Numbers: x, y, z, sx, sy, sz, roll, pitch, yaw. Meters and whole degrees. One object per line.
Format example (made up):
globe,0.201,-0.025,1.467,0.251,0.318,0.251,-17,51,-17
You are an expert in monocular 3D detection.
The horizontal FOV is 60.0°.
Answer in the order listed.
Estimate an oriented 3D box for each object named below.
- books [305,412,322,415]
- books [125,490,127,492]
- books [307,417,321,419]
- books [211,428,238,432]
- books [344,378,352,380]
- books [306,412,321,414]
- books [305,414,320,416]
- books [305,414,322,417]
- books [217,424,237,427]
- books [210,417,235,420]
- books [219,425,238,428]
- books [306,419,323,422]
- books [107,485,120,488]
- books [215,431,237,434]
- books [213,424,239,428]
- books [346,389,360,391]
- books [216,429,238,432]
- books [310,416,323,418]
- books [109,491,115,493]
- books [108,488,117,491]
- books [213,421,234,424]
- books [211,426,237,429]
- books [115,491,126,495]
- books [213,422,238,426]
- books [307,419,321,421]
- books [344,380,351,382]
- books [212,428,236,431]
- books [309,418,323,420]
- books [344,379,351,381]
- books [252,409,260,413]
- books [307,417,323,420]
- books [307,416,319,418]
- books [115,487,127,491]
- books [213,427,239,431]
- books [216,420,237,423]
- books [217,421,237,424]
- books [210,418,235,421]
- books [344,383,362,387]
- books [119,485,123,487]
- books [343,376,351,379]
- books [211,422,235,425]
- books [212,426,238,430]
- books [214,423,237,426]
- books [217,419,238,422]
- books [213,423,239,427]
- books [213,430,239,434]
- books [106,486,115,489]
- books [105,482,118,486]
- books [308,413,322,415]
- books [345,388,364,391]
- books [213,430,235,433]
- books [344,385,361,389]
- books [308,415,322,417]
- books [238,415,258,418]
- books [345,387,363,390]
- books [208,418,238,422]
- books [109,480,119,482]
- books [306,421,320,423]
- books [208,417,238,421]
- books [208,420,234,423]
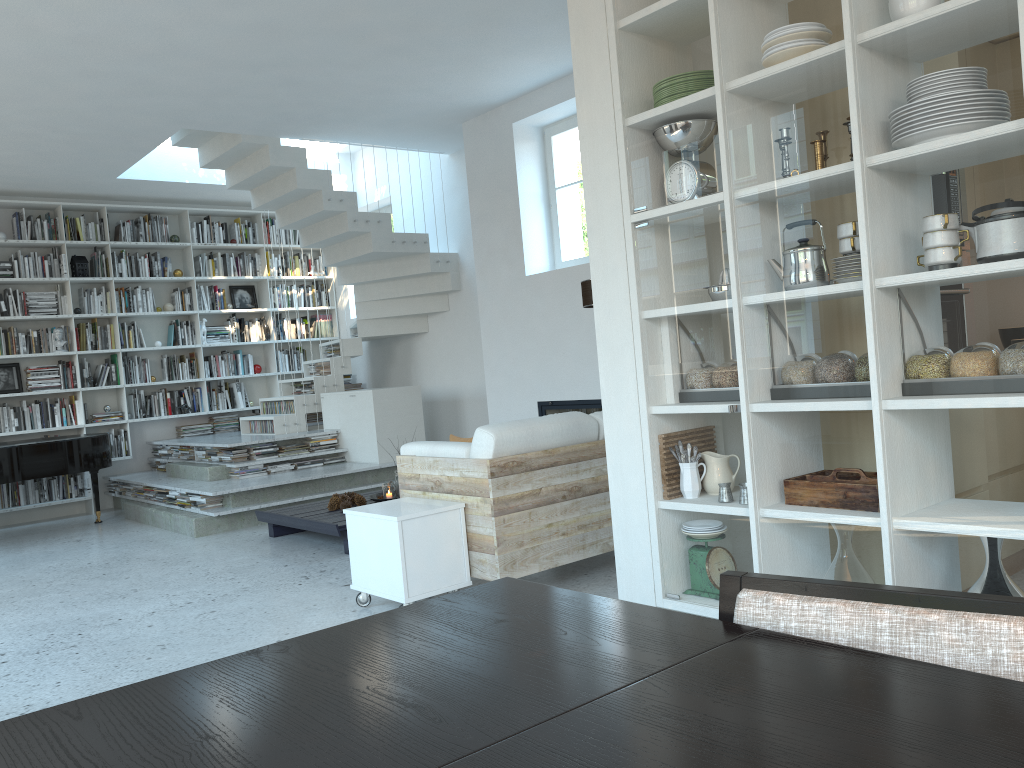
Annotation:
books,-2.355,0.349,10.722,0.367,0.007,0.206,-6,1,-31
books,-3.850,1.062,8.927,0.147,0.012,0.206,-6,2,-44
books,-2.349,0.401,10.721,0.327,0.008,0.207,-6,2,-36
books,-3.243,0.517,9.987,0.254,0.007,0.161,-6,2,-38
books,-2.021,-0.054,10.436,0.235,0.014,0.155,-6,2,-38
books,-2.352,0.341,10.717,0.327,0.008,0.207,-6,2,-33
books,-2.352,0.364,10.720,0.327,0.008,0.207,-6,2,-32
books,-2.349,0.371,10.717,0.367,0.007,0.206,-6,2,-35
books,-3.246,0.469,9.986,0.254,0.007,0.161,-6,2,-38
books,-3.248,0.387,9.977,0.254,0.006,0.161,-6,2,-44
books,-3.241,0.483,9.981,0.254,0.007,0.161,-6,2,-43
books,-2.343,0.433,10.717,0.327,0.008,0.207,-6,2,-34
books,-4.049,1.044,9.144,0.187,0.009,0.211,-6,2,-40
books,-3.238,0.544,9.984,0.254,0.007,0.161,-6,2,-36
books,-3.241,0.476,9.981,0.285,0.007,0.159,-6,2,-43
books,-1.877,0.073,10.273,0.250,0.007,0.131,-6,2,-35
books,-3.244,0.524,9.989,0.254,0.007,0.161,-6,2,-39
books,-2.351,0.394,10.723,0.327,0.008,0.207,-6,1,-31
books,-4.036,1.101,9.153,0.171,0.016,0.241,-6,2,-39
books,-4.046,1.080,9.145,0.179,0.012,0.261,-6,2,-36
books,-3.251,0.430,9.981,0.285,0.005,0.159,-6,2,-41
books,-3.243,0.489,9.986,0.285,0.007,0.159,-6,2,-37
books,-3.857,1.083,8.920,0.189,0.030,0.237,-6,2,-39
books,-3.248,0.449,9.986,0.285,0.007,0.159,-6,2,-38
books,-2.347,0.425,10.722,0.327,0.008,0.207,-6,2,-36
books,-2.025,-0.028,10.445,0.214,0.011,0.121,-6,2,-44
books,-3.239,0.510,9.981,0.285,0.007,0.159,-6,2,-43
books,-2.352,0.417,10.728,0.327,0.008,0.207,-6,2,-39
books,-2.023,-0.040,10.440,0.206,0.014,0.150,-6,2,-39
books,-2.857,0.306,10.259,0.204,0.036,0.267,-6,2,-38
books,-2.346,0.409,10.719,0.367,0.007,0.206,-6,2,-33
books,-2.352,0.386,10.723,0.367,0.007,0.206,-6,2,-37
books,-3.867,1.043,8.914,0.190,0.028,0.212,-6,2,-35
books,-3.237,0.503,9.981,0.285,0.007,0.159,-6,2,-34
books,-3.252,0.425,9.983,0.254,0.006,0.161,-6,2,-40
books,-3.253,0.436,9.985,0.254,0.006,0.161,-6,2,-39
books,-3.248,0.398,9.979,0.254,0.006,0.161,-6,2,-35
books,-1.894,0.015,10.285,0.267,0.026,0.161,-6,2,-34
books,-3.847,1.018,8.931,0.143,0.019,0.230,-6,2,-38
books,-2.031,-0.073,10.445,0.232,0.025,0.123,-6,2,-42
books,-3.250,0.442,9.987,0.285,0.007,0.159,-6,2,-39
books,-3.239,0.497,9.982,0.254,0.007,0.161,-6,2,-43
books,-3.247,0.456,9.986,0.254,0.007,0.161,-6,2,-38
books,-3.254,0.414,9.983,0.285,0.005,0.159,-6,2,-40
books,-3.241,0.462,9.979,0.285,0.007,0.159,-6,2,-44
books,-3.243,0.538,9.990,0.285,0.007,0.159,-6,2,-39
books,-4.049,1.055,9.143,0.177,0.012,0.278,-6,2,-43
books,-4.057,1.021,9.138,0.191,0.013,0.243,-6,2,-43
books,-2.352,0.356,10.720,0.327,0.008,0.207,-6,2,-36
books,-1.881,0.066,10.276,0.295,0.006,0.146,-6,2,-41
books,-3.238,0.531,9.982,0.254,0.007,0.161,-6,2,-35
books,-1.888,0.040,10.282,0.233,0.025,0.157,-6,2,-43
books,-2.349,0.379,10.718,0.327,0.008,0.207,-6,2,-35
books,-2.967,0.369,10.216,0.367,0.007,0.206,-6,2,-37
books,-1.894,0.058,10.291,0.278,0.012,0.177,-6,2,-35
books,-3.250,0.403,9.977,0.285,0.005,0.159,-6,2,-43
books,-4.044,0.988,9.150,0.158,0.014,0.234,-6,2,-41
books,-2.345,0.448,10.722,0.367,0.007,0.206,-6,2,-36
books,-3.250,0.392,9.980,0.285,0.005,0.159,-6,2,-42
books,-3.253,0.420,9.983,0.285,0.005,0.159,-6,2,-38
